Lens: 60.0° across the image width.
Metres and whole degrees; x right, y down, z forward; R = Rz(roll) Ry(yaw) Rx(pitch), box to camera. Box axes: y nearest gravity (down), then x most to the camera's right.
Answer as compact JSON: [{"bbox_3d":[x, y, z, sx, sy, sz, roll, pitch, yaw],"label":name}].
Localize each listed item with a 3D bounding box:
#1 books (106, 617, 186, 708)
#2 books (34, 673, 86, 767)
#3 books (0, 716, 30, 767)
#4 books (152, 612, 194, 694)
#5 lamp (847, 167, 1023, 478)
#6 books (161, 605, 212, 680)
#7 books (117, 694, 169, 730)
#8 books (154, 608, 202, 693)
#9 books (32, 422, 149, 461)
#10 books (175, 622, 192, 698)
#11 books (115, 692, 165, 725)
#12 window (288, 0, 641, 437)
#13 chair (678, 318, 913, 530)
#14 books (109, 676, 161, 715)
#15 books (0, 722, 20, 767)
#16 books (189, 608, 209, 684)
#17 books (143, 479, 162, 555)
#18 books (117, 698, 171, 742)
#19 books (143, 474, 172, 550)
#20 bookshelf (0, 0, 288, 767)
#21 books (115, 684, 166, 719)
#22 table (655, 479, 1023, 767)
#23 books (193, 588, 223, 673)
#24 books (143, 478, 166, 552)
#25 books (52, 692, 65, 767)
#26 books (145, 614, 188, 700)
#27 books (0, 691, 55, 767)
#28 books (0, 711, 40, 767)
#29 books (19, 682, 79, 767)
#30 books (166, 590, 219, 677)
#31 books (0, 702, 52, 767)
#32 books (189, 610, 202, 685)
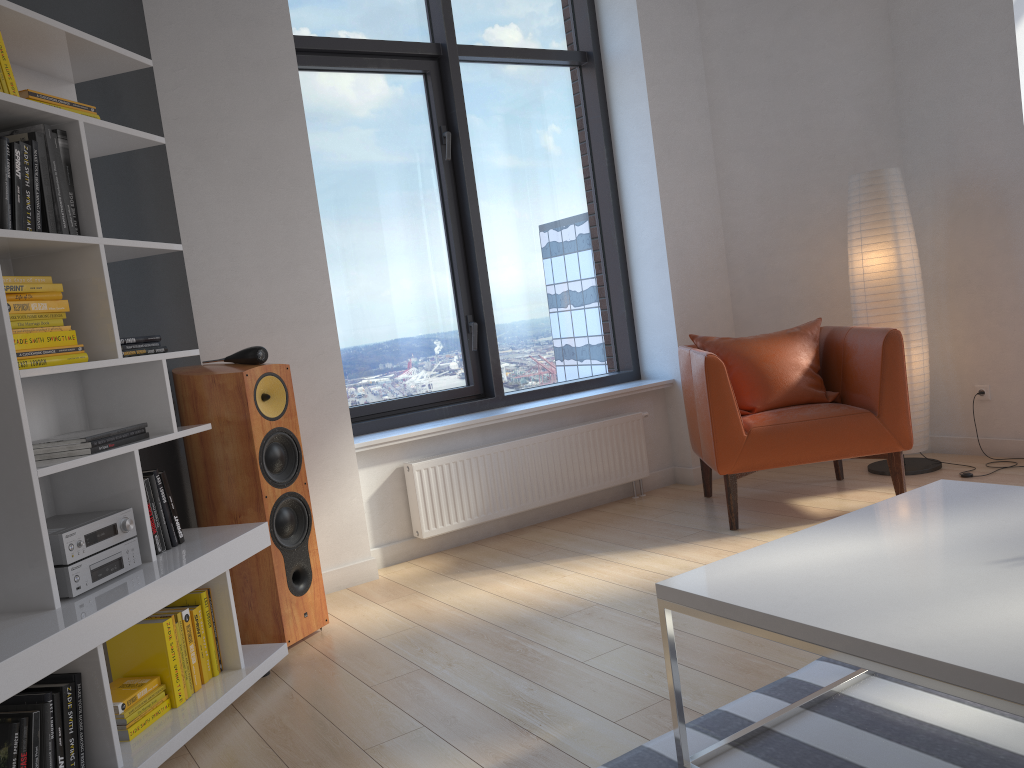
[{"bbox_3d":[-1.076,0.820,2.599,0.198,0.255,0.044,-7,4,13],"label":"books"},{"bbox_3d":[-1.162,0.861,2.218,0.197,0.260,0.066,-7,4,13],"label":"books"},{"bbox_3d":[-1.201,0.894,2.037,0.187,0.234,0.096,-7,4,13],"label":"books"},{"bbox_3d":[-1.060,0.815,2.667,0.180,0.251,0.019,-7,4,13],"label":"books"},{"bbox_3d":[2.152,-0.336,4.477,0.804,1.550,0.502,-6,5,18],"label":"lamp"},{"bbox_3d":[-1.037,0.812,2.771,0.172,0.234,0.024,-7,4,13],"label":"books"},{"bbox_3d":[-1.085,0.920,2.488,0.148,0.011,0.196,-7,4,13],"label":"books"},{"bbox_3d":[-1.053,0.812,2.692,0.185,0.250,0.035,-7,4,13],"label":"books"},{"bbox_3d":[-1.256,0.170,2.593,0.250,0.047,0.310,-7,4,8],"label":"books"},{"bbox_3d":[-1.045,0.828,2.643,0.156,0.229,0.024,-7,4,13],"label":"books"},{"bbox_3d":[-1.069,0.905,2.478,0.113,0.018,0.169,-7,4,14],"label":"books"},{"bbox_3d":[-0.261,-1.061,4.665,1.960,2.402,0.170,-10,5,-32],"label":"window"},{"bbox_3d":[1.304,0.143,4.269,0.896,0.858,0.843,-8,4,0],"label":"chair"},{"bbox_3d":[-1.101,0.873,2.484,0.138,0.026,0.186,-7,4,13],"label":"books"},{"bbox_3d":[-1.204,0.896,2.004,0.182,0.234,0.104,-7,4,13],"label":"books"},{"bbox_3d":[-1.039,0.815,2.745,0.172,0.234,0.024,-7,4,13],"label":"books"},{"bbox_3d":[-1.179,0.413,2.698,0.189,0.240,0.053,-7,4,13],"label":"books"},{"bbox_3d":[-1.079,0.942,2.488,0.147,0.033,0.190,-7,4,13],"label":"books"},{"bbox_3d":[-1.156,0.403,2.739,0.169,0.242,0.050,-7,4,12],"label":"books"},{"bbox_3d":[-1.430,0.123,1.527,0.455,2.052,3.000,-7,4,13],"label":"bookshelf"},{"bbox_3d":[-1.085,0.891,2.486,0.134,0.014,0.187,-7,4,13],"label":"books"},{"bbox_3d":[1.091,0.566,1.801,1.091,0.435,1.091,-10,5,-32],"label":"table"},{"bbox_3d":[-1.041,0.791,2.827,0.213,0.270,0.025,-7,4,13],"label":"books"},{"bbox_3d":[-1.167,0.410,2.720,0.170,0.236,0.049,-7,4,13],"label":"books"},{"bbox_3d":[-1.170,0.877,2.148,0.179,0.243,0.068,-7,4,12],"label":"books"},{"bbox_3d":[-1.072,0.815,2.629,0.199,0.263,0.015,-7,4,13],"label":"books"},{"bbox_3d":[-1.183,0.873,2.123,0.192,0.254,0.075,-7,4,12],"label":"books"},{"bbox_3d":[-1.181,0.888,2.065,0.169,0.233,0.081,-7,4,12],"label":"books"},{"bbox_3d":[-1.168,0.869,2.185,0.191,0.249,0.084,-7,4,13],"label":"books"},{"bbox_3d":[-1.038,0.793,2.799,0.204,0.270,0.029,-7,4,13],"label":"books"},{"bbox_3d":[-1.162,0.880,2.095,0.172,0.242,0.069,-7,4,14],"label":"books"},{"bbox_3d":[-1.048,0.815,2.722,0.169,0.239,0.023,-7,4,13],"label":"books"}]
